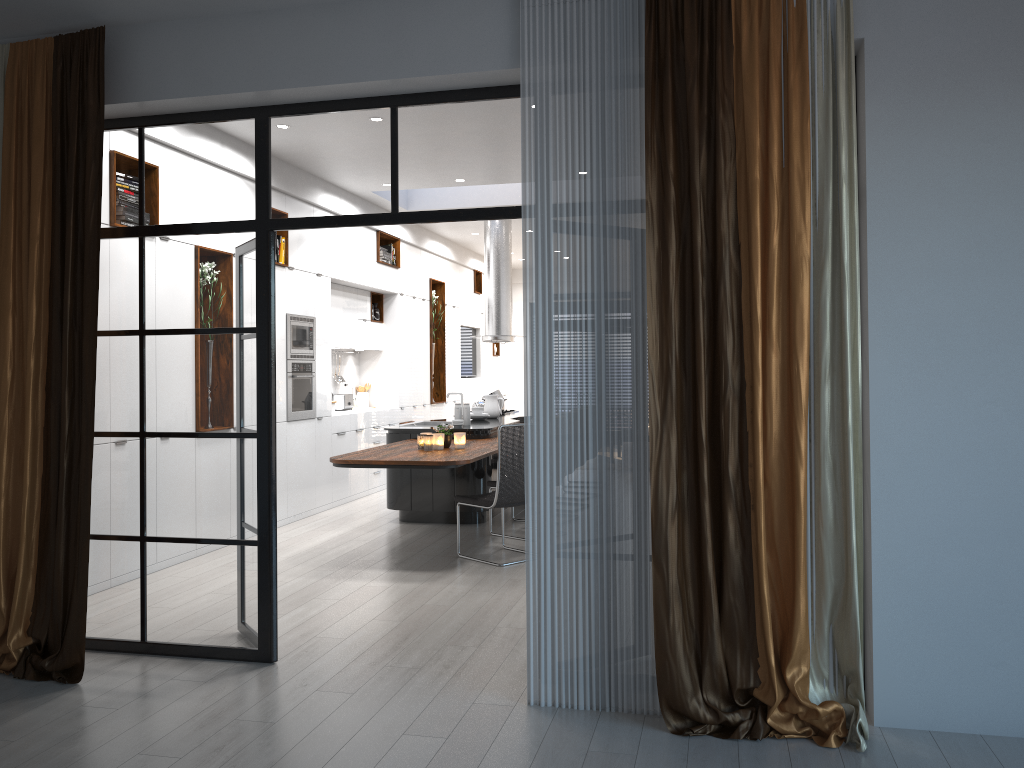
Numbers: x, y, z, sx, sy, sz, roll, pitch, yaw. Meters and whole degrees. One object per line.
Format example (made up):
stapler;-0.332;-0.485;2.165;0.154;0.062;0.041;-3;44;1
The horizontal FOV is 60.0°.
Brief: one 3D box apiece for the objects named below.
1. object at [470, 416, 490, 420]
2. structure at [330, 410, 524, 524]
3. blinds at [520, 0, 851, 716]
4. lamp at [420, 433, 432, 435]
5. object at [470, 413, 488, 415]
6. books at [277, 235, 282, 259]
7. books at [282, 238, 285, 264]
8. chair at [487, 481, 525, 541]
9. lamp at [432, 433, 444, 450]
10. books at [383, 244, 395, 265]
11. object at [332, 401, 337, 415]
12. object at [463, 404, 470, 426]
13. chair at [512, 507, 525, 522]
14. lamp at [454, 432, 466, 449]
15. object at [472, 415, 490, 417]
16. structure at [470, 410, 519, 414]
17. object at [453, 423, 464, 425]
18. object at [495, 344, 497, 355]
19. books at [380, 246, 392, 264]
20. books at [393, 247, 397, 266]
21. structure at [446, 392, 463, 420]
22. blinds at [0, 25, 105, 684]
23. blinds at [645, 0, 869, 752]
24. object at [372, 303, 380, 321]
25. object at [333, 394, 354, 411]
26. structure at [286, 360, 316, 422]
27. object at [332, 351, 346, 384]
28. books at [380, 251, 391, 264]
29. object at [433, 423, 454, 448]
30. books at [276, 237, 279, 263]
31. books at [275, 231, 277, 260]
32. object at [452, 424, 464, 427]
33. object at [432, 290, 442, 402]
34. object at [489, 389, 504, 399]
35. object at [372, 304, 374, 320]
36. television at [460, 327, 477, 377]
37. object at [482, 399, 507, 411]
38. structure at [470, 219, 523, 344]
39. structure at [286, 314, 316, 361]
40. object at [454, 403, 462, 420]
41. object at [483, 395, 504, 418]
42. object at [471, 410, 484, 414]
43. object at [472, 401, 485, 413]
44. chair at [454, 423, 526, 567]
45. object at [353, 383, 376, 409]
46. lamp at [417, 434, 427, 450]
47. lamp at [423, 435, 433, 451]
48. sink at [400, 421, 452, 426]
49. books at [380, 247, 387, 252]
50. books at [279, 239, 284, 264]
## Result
object;-0.366;0.365;9.512;0.264;0.033;0.264;-1;1;-40
structure;-0.354;0.834;8.898;1.377;0.887;5.640;0;1;13
blinds;0.679;-0.173;3.602;1.301;3.069;0.052;-1;-1;13
lamp;-0.679;0.451;7.028;0.095;0.124;0.095;-1;0;30
object;-0.367;0.327;9.512;0.229;0.016;0.229;0;1;10
books;-2.239;-1.247;8.188;0.238;0.288;0.030;-1;-1;13
books;-2.205;-1.231;8.241;0.212;0.264;0.024;-1;-1;13
chair;0.130;0.781;7.609;0.536;1.018;0.471;-1;-1;43
lamp;-0.576;0.452;6.931;0.095;0.124;0.095;-1;0;6
books;-1.574;-1.589;11.055;0.253;0.312;0.030;-1;-1;13
object;-2.055;0.258;9.394;0.380;0.148;0.263;0;0;13
object;-0.431;0.288;8.446;0.071;0.219;0.071;-1;-1;39
chair;0.307;0.768;8.408;0.536;1.018;0.471;-1;0;28
lamp;-0.413;0.449;7.012;0.095;0.124;0.095;0;0;-44
object;-0.366;0.352;9.512;0.264;0.033;0.264;-1;1;-40
structure;-0.241;0.346;11.010;0.502;0.026;0.811;0;1;13
object;-0.509;0.382;8.306;0.111;0.023;0.111;0;1;26
object;-0.299;-0.834;15.957;0.480;0.626;0.315;-1;0;4
books;-1.581;-1.579;10.971;0.197;0.268;0.026;-1;-1;13
books;-1.553;-1.585;11.131;0.210;0.267;0.026;-1;-1;13
structure;-0.564;0.240;8.701;0.177;0.310;0.089;-1;-1;13
blinds;-2.279;-0.161;4.199;0.811;3.045;0.254;-1;-1;12
blinds;0.934;-0.180;3.439;0.811;3.045;0.254;-1;-1;14
object;-1.724;-0.899;11.114;0.123;0.231;0.123;-1;0;14
object;-1.997;0.217;10.517;0.177;0.195;0.260;-1;0;13
structure;-2.218;0.059;8.571;0.495;0.571;0.595;-1;0;13
object;-2.063;-0.198;10.510;0.069;0.389;0.320;-1;0;14
books;-1.644;-1.530;10.766;0.279;0.137;0.345;0;1;8
object;-0.537;0.408;7.064;0.151;0.206;0.157;-1;0;30
books;-2.234;-1.219;8.159;0.190;0.253;0.026;-1;-1;13
books;-2.258;-1.258;8.044;0.268;0.321;0.047;-1;-1;13
object;-0.509;0.388;8.306;0.111;0.023;0.111;0;1;26
object;-1.147;-0.546;12.639;0.322;1.615;0.323;-1;-1;39
object;-0.226;0.174;11.005;0.256;0.212;0.249;-1;0;-41
object;-1.769;-0.917;10.924;0.124;0.275;0.124;-1;0;1
television;-0.760;-0.513;14.422;0.050;0.805;1.187;-1;0;13
object;-0.217;0.260;11.005;0.253;0.147;0.266;-1;1;-34
structure;-0.171;-1.307;11.026;0.695;1.609;1.043;-1;0;12
structure;-2.240;-0.441;8.581;0.459;0.430;0.595;-1;0;13
object;-0.514;0.288;8.456;0.071;0.219;0.071;0;-1;-23
object;-0.214;0.249;9.764;0.183;0.254;0.211;0;0;-43
object;-0.367;0.308;9.513;0.138;0.051;0.138;-1;1;-7
object;-0.354;0.285;10.146;0.211;0.174;0.211;0;0;20
chair;-0.093;0.797;6.698;0.471;1.018;0.536;0;0;-42
object;-1.864;0.148;11.049;0.221;0.316;0.330;-1;0;13
lamp;-0.702;0.456;6.925;0.078;0.120;0.078;-1;0;-4
lamp;-0.646;0.457;6.845;0.078;0.120;0.078;-1;0;-4
sink;-0.759;0.467;8.772;0.485;0.152;0.738;0;1;13
books;-1.670;-1.622;10.751;0.250;0.047;0.307;0;1;9
books;-2.198;-1.221;8.211;0.184;0.245;0.033;-1;-1;13
